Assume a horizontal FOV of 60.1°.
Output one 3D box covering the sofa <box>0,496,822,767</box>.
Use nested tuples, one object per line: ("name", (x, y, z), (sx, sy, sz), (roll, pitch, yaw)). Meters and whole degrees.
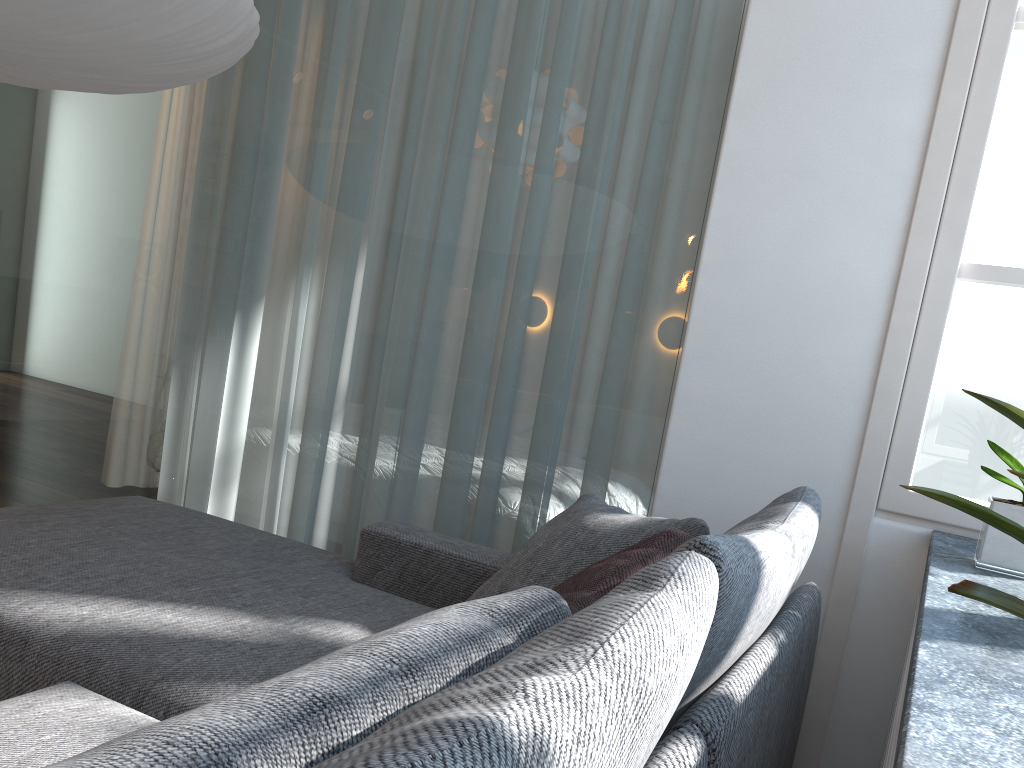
("sofa", (-0.955, 0.531, 0.967), (2.027, 0.677, 3.067), (11, 3, 26))

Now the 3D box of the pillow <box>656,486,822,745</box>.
("pillow", (0.268, 0.399, 1.385), (0.273, 0.481, 0.836), (13, 5, 26))

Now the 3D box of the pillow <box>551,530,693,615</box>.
("pillow", (0.013, 0.387, 1.226), (0.309, 0.406, 0.521), (12, 5, 28))

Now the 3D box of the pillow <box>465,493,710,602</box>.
("pillow", (0.131, 0.394, 1.788), (0.348, 0.362, 0.510), (7, 5, -25))

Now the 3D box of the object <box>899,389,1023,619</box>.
("object", (0.351, 0.128, 0.386), (0.322, 0.331, 0.374), (10, 5, 1))

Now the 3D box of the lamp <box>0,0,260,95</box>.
("lamp", (-1.245, -0.792, 1.669), (1.476, 0.211, 1.455), (8, 3, -27))

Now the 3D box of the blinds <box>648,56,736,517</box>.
("blinds", (-0.278, -0.538, 2.592), (1.795, 2.757, 0.153), (13, 7, 27))

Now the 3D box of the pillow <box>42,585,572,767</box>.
("pillow", (-0.232, 0.372, 0.678), (0.290, 0.400, 0.666), (12, 5, 26))

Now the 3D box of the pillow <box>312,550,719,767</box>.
("pillow", (-0.108, 0.371, 0.601), (0.275, 0.478, 0.839), (12, 5, 26))
